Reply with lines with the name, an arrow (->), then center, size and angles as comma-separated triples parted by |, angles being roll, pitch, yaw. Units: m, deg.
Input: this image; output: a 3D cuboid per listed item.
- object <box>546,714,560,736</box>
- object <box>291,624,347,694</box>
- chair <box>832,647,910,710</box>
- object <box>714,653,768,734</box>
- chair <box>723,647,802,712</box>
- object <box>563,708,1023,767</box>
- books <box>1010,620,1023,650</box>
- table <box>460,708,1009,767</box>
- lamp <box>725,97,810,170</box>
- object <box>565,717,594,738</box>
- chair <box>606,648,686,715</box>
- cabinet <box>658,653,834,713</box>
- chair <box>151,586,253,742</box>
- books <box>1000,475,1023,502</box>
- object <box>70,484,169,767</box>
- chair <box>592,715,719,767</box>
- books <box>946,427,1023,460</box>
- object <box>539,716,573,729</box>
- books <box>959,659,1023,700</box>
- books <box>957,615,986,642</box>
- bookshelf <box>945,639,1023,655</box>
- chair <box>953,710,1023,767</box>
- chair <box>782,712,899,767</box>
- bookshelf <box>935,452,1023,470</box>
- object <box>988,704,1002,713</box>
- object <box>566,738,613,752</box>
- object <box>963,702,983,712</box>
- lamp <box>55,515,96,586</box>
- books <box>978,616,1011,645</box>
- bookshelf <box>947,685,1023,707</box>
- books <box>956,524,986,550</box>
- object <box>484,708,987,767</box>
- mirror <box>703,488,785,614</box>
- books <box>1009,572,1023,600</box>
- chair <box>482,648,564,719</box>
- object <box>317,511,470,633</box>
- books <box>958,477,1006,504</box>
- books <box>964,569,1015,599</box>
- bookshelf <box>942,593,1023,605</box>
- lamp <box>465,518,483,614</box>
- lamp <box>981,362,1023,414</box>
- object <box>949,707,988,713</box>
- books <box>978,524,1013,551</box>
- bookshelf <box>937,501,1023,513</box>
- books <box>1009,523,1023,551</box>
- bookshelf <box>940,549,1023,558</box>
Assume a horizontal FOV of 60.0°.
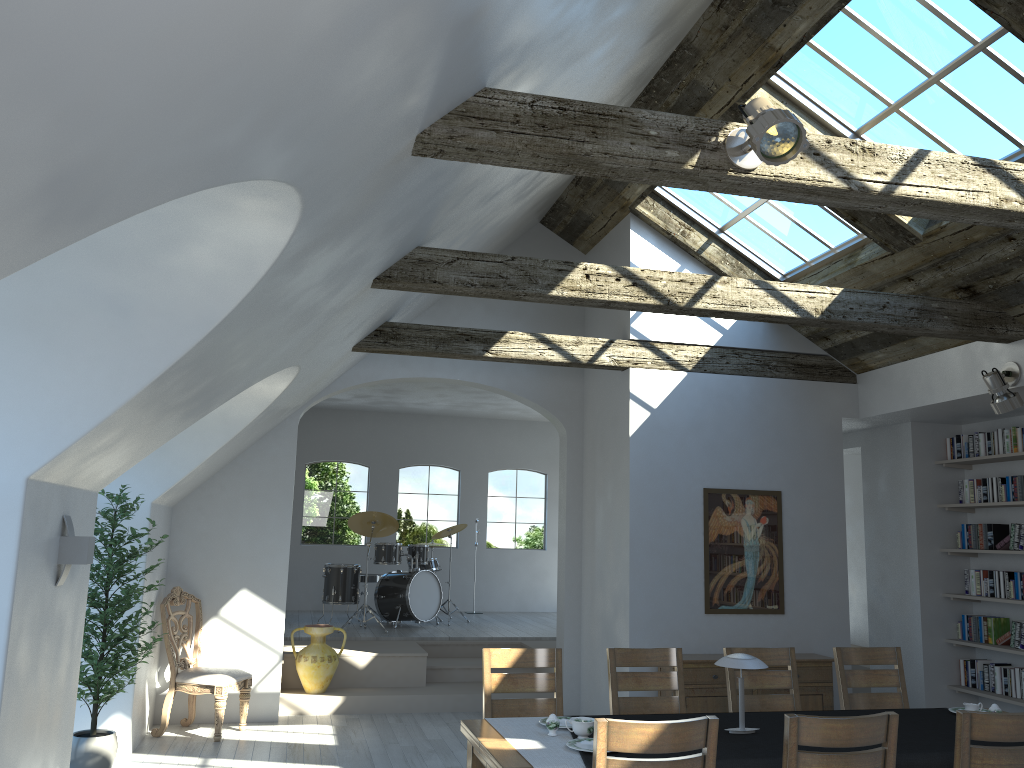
object -> 0.186, 1.558, 4.059 | 0.064, 0.092, 0.064 | 1, -10, 5
object -> -1.822, 2.573, 8.300 | 0.396, 0.605, 0.402 | -5, -12, 33
chair -> 2.280, 2.108, 5.251 | 0.514, 1.006, 0.605 | 4, -10, -13
object -> 1.096, 1.473, 4.231 | 0.251, 0.362, 0.251 | 0, -10, 10
chair -> 1.555, 2.061, 5.083 | 0.514, 1.006, 0.605 | 4, -10, -13
object -> 1.370, 1.784, 4.256 | 2.456, 0.227, 1.073 | 4, -10, -13
books -> 4.239, 2.061, 7.268 | 0.189, 0.228, 0.249 | 4, -10, -13
table -> 1.343, 2.039, 4.200 | 3.078, 0.737, 0.939 | 4, -10, -13
lamp -> 0.991, -0.983, 3.450 | 0.233, 0.311, 0.354 | 4, -10, -13
object -> 0.321, 1.558, 4.009 | 0.124, 0.081, 0.130 | -4, -11, 29
chair -> 0.831, 2.013, 4.915 | 0.514, 1.006, 0.605 | 4, -10, -13
cabinet -> 1.899, 2.581, 7.194 | 1.481, 0.714, 0.383 | 4, -10, -13
chair -> -2.518, 2.261, 7.269 | 0.655, 1.159, 0.552 | -1, -10, 12
books -> 4.277, 0.887, 7.445 | 0.209, 0.220, 0.278 | 4, -10, -15
object -> -2.681, 1.621, 5.859 | 0.718, 1.920, 0.737 | 0, -10, 6
chair -> 0.449, 1.731, 3.335 | 0.514, 1.006, 0.605 | 4, -10, -13
books -> 4.462, 0.375, 6.813 | 0.242, 0.237, 2.981 | 4, -10, -13
object -> 0.254, 1.633, 4.266 | 0.250, 0.017, 0.253 | 4, -10, -13
books -> 4.413, 2.319, 6.470 | 0.242, 0.237, 2.981 | 4, -10, -13
books -> 4.103, 2.157, 7.837 | 0.209, 0.220, 0.278 | 4, -10, -15
bookshelf -> 4.919, 1.693, 4.180 | 0.315, 0.070, 7.825 | 4, -10, -13
chair -> 1.898, 1.826, 3.670 | 0.514, 1.006, 0.605 | 4, -10, -13
chair -> 1.173, 1.778, 3.503 | 0.514, 1.006, 0.605 | 4, -10, -13
bookshelf -> 4.959, 0.135, 4.449 | 0.315, 0.070, 7.825 | 4, -10, -13
object -> 2.520, 1.715, 4.623 | 0.064, 0.092, 0.064 | 8, -12, -35
object -> 0.359, 1.557, 3.809 | 0.250, 0.017, 0.253 | 4, -10, -13
object -> 2.391, 1.705, 4.603 | 0.100, 0.098, 0.071 | 11, -14, -44
lamp -> -2.057, 0.788, 4.191 | 0.127, 0.325, 0.127 | 4, -10, -13
books -> 4.172, 2.106, 7.543 | 0.189, 0.224, 0.345 | 4, -10, -13
bookshelf -> 4.909, 2.083, 4.113 | 0.315, 0.070, 7.825 | 4, -10, -13
books -> 4.137, 1.364, 7.912 | 0.209, 0.220, 0.278 | 4, -10, -15
object -> 1.368, 1.712, 4.264 | 2.872, 0.077, 1.050 | 4, -10, -13
mirror -> 1.984, 1.430, 7.585 | 0.736, 1.047, 0.009 | 4, -10, -13
books -> 4.261, 1.664, 7.291 | 0.209, 0.220, 0.278 | 4, -10, -15
chair -> 0.106, 1.966, 4.748 | 0.514, 1.006, 0.605 | 4, -10, -13
object -> -1.600, 2.351, 11.328 | 1.465, 1.383, 2.354 | -4, -11, 31
books -> 4.187, 0.949, 7.817 | 0.214, 0.220, 0.490 | 4, -10, -13
books -> 4.169, 1.728, 7.676 | 0.214, 0.220, 0.490 | 4, -10, -13
bookshelf -> 4.929, 1.304, 4.248 | 0.315, 0.070, 7.825 | 4, -10, -13
lamp -> -0.547, 2.692, 13.181 | 0.232, 1.383, 0.238 | 4, -10, -13
lamp -> 3.494, 0.027, 6.330 | 0.265, 0.386, 0.235 | 0, -10, 8
object -> 2.507, 1.784, 4.805 | 0.250, 0.017, 0.253 | 4, -10, -13
books -> 4.208, 1.315, 7.612 | 0.189, 0.224, 0.345 | 4, -10, -13
bookshelf -> 4.949, 0.524, 4.382 | 0.315, 0.070, 7.825 | 4, -10, -13
books -> 4.274, 1.267, 7.342 | 0.189, 0.228, 0.249 | 4, -10, -13
bookshelf -> 4.939, 0.914, 4.315 | 0.315, 0.070, 7.825 | 4, -10, -13
